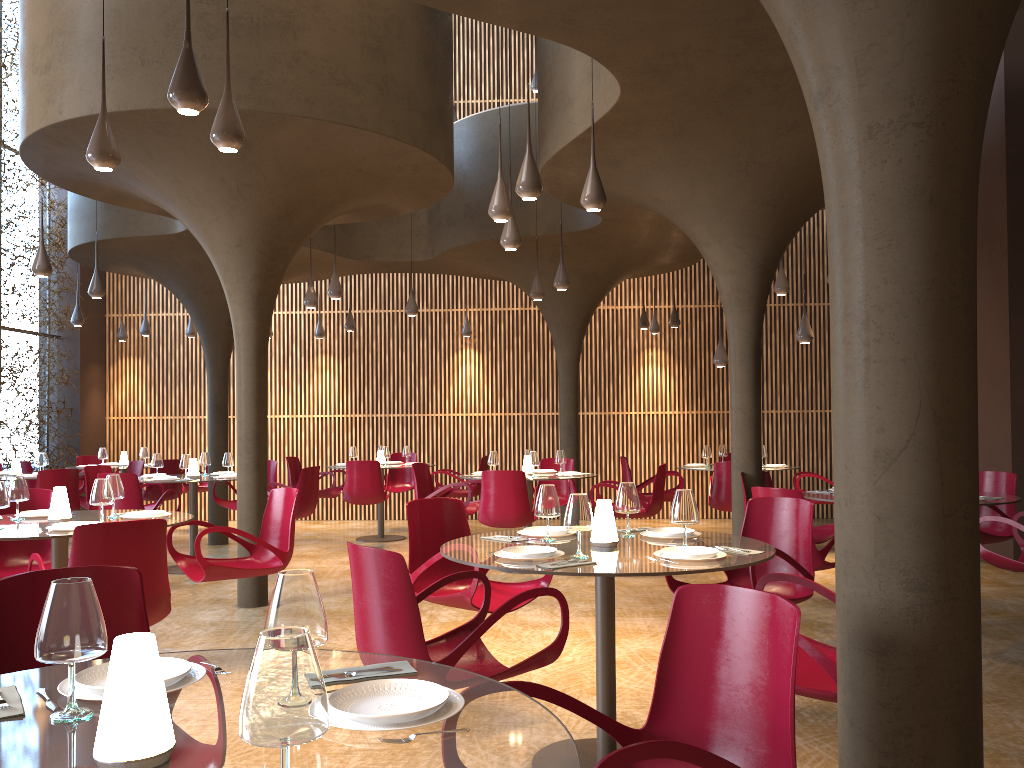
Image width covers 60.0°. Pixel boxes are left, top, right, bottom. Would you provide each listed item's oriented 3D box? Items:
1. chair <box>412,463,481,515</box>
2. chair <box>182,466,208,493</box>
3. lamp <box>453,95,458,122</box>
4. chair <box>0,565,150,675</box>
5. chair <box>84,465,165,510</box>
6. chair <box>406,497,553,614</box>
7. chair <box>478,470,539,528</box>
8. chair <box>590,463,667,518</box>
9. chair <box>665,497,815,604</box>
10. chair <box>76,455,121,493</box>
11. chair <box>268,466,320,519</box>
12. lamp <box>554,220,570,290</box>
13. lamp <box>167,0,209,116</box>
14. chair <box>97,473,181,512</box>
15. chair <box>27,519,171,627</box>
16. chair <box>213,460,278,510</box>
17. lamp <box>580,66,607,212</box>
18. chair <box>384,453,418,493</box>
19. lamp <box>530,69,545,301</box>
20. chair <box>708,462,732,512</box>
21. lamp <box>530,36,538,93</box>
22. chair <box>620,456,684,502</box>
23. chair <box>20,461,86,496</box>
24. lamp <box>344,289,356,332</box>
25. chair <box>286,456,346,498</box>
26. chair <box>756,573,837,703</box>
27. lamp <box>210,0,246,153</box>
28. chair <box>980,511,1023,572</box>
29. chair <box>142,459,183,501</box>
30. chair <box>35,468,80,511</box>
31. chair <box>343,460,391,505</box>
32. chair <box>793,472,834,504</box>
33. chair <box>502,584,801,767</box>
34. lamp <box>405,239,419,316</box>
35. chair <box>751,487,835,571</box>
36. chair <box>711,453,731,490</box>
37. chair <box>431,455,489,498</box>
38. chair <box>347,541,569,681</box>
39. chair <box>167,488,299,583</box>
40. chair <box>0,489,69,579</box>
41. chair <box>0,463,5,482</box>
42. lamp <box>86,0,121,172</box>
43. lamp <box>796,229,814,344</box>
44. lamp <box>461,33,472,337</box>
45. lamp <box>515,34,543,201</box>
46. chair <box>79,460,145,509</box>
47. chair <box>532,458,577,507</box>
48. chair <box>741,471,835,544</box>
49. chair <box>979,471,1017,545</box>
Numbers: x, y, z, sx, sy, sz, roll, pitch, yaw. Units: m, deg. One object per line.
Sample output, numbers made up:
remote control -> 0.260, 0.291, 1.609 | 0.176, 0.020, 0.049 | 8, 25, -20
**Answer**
chair -> -0.807, 1.295, 10.938 | 0.873, 0.635, 0.625 | -1, -2, 18
chair -> -5.335, 1.518, 15.015 | 0.625, 0.635, 0.873 | -2, -3, 43
lamp -> -0.987, -5.708, 14.691 | 0.196, 2.960, 0.196 | 0, -1, -12
chair -> -1.301, 0.935, 2.703 | 0.625, 0.635, 0.873 | 1, -2, -34
chair -> -4.913, 1.341, 11.116 | 0.873, 0.635, 0.625 | -1, -2, 18
chair -> -0.260, 1.047, 5.466 | 0.625, 0.635, 0.873 | 1, -3, -42
chair -> -0.040, 1.228, 9.583 | 0.625, 0.635, 0.873 | -1, -2, 8
chair -> 1.384, 1.251, 10.398 | 0.872, 0.635, 0.625 | -1, -2, 13
chair -> 1.421, 1.025, 5.311 | 0.873, 0.635, 0.625 | 1, -3, -42
chair -> -6.971, 1.527, 14.890 | 0.625, 0.635, 0.873 | 1, -3, -42
chair -> -2.722, 1.297, 10.577 | 0.872, 0.635, 0.625 | -1, -2, 13
lamp -> 0.560, -4.247, 10.514 | 0.196, 6.273, 0.196 | -1, -1, 38
lamp -> -1.646, -4.494, 4.482 | 0.196, 6.273, 0.196 | -1, -1, 38
chair -> -4.146, 1.274, 9.762 | 0.625, 0.635, 0.873 | -1, -2, 8
chair -> -2.257, 1.041, 4.900 | 0.625, 0.635, 0.873 | 1, -2, -39
chair -> -3.559, 1.370, 12.043 | 0.625, 0.635, 0.873 | -1, -2, 13
lamp -> 0.575, -4.420, 6.610 | 0.196, 6.273, 0.196 | 0, -1, -12
chair -> -1.863, 1.476, 14.791 | 0.625, 0.635, 0.873 | -1, -2, 3
lamp -> 0.297, -4.206, 11.377 | 0.196, 6.273, 0.196 | -1, -1, 38
chair -> 2.763, 1.266, 11.041 | 0.625, 0.635, 0.873 | -1, -2, 13
lamp -> 0.398, -6.071, 15.052 | 0.196, 2.223, 0.196 | 0, -1, -22
chair -> 1.961, 1.337, 12.472 | 0.872, 0.635, 0.625 | -1, -2, 8
chair -> -6.984, 1.459, 13.333 | 0.625, 0.635, 0.873 | -2, -2, 38
lamp -> -2.743, -4.021, 14.928 | 0.196, 6.273, 0.196 | -1, -1, 18
chair -> -3.036, 1.436, 13.644 | 0.872, 0.635, 0.625 | -1, -2, 8
chair -> 1.272, 0.954, 3.678 | 0.873, 0.635, 0.625 | -2, -3, 43
lamp -> -1.645, -4.466, 5.100 | 0.196, 6.273, 0.196 | -1, -1, 8
chair -> 3.874, 1.047, 6.326 | 0.625, 0.635, 0.873 | 1, -2, -35
chair -> -5.344, 1.443, 13.327 | 0.873, 0.635, 0.625 | -2, -3, 43
chair -> -5.595, 1.328, 10.683 | 0.873, 0.635, 0.625 | -2, -3, 43
chair -> -2.045, 1.373, 12.443 | 0.625, 0.635, 0.873 | 0, -2, -2
chair -> 4.237, 1.289, 11.865 | 0.872, 0.635, 0.625 | -1, -2, 13
chair -> 0.342, 0.902, 2.314 | 0.872, 0.635, 0.625 | 1, -2, -34
lamp -> -1.478, -4.123, 12.885 | 0.196, 6.273, 0.196 | -1, -1, 18
chair -> 2.226, 1.079, 6.692 | 0.873, 0.635, 0.625 | 1, -2, -35
chair -> 3.323, 1.358, 13.227 | 0.625, 0.635, 0.873 | -1, -2, 18
chair -> -0.784, 1.408, 13.493 | 0.872, 0.635, 0.625 | -1, -2, 3
chair -> -0.278, 0.975, 3.826 | 0.873, 0.635, 0.625 | 1, -2, -37
chair -> -2.019, 1.113, 6.571 | 0.873, 0.635, 0.625 | 1, -2, -39
chair -> -3.656, 1.132, 6.669 | 0.625, 0.635, 0.873 | 1, -2, -34
chair -> -7.222, 1.413, 12.245 | 0.625, 0.635, 0.873 | 1, -3, -42
lamp -> -2.515, -4.443, 5.451 | 0.196, 6.273, 0.196 | -1, -1, 8
lamp -> 3.400, -3.614, 10.432 | 0.196, 6.273, 0.196 | 0, -1, -42
lamp -> -0.842, -3.989, 16.035 | 0.196, 6.273, 0.196 | -1, -1, 18
lamp -> 0.093, -4.431, 6.259 | 0.196, 6.273, 0.196 | 0, -1, -12
chair -> -5.587, 1.403, 12.371 | 0.625, 0.635, 0.873 | -2, -3, 43
chair -> 0.547, 1.323, 11.864 | 0.625, 0.635, 0.873 | -1, -2, 13
chair -> 2.580, 1.146, 8.294 | 0.625, 0.635, 0.873 | 1, -2, -40
chair -> 4.099, 1.117, 7.951 | 0.872, 0.635, 0.625 | 1, -2, -30
